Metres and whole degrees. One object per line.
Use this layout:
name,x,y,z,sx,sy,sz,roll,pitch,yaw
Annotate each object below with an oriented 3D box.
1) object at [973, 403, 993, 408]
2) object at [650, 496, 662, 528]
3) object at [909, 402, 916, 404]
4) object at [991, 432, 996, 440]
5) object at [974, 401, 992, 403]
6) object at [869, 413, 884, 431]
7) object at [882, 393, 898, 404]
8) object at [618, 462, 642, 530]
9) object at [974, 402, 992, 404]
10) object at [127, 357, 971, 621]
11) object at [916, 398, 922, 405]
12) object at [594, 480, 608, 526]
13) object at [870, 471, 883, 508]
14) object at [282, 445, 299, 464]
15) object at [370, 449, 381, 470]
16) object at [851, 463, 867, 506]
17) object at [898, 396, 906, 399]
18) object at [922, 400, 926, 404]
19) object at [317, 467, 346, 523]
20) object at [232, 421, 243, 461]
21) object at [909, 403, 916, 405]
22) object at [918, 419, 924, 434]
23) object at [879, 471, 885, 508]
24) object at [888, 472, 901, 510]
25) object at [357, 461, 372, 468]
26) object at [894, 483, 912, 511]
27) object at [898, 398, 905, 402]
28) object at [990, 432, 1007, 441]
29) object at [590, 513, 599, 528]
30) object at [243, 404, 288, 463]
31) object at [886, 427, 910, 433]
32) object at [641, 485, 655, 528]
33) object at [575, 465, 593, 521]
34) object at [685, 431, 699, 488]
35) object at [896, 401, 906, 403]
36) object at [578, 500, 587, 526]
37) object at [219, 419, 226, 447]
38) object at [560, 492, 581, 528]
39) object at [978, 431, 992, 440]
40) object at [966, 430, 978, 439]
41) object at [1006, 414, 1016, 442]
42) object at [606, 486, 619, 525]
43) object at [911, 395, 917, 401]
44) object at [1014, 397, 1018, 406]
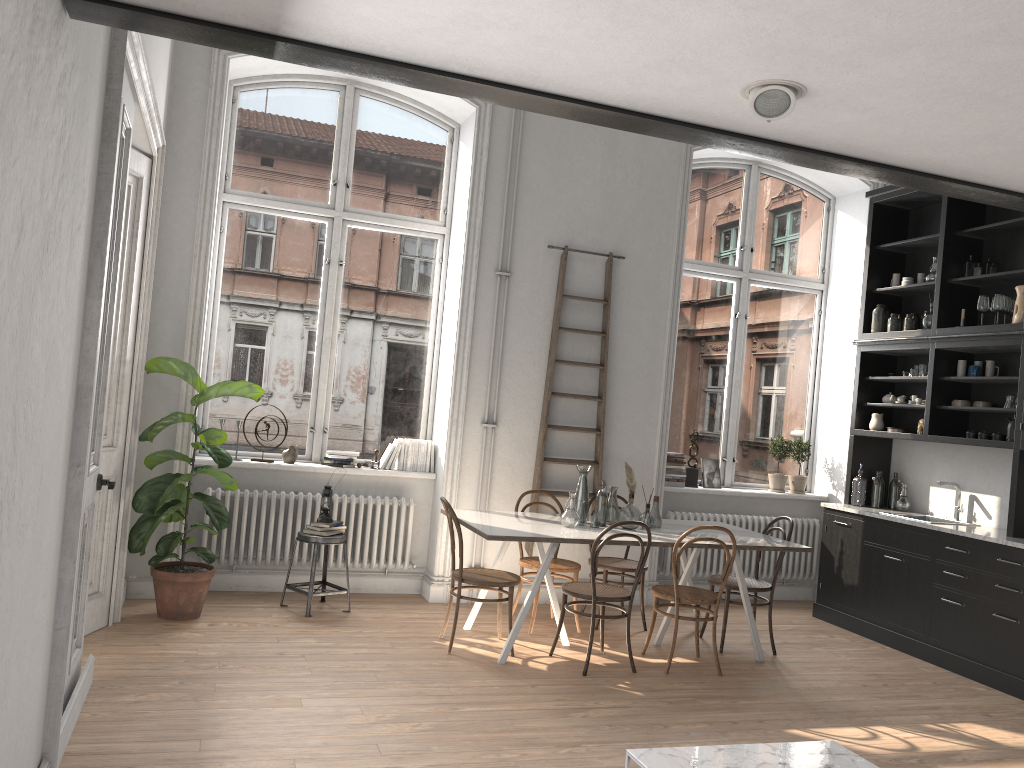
object,3.464,0.165,6.526,0.132,0.038,0.132,4,-1,29
object,0.985,0.874,6.091,0.101,0.211,0.101,5,-1,21
object,3.185,0.156,7.021,0.085,0.015,0.085,6,-2,-32
object,3.453,0.376,6.344,0.088,0.059,0.104,5,-1,10
object,3.465,0.149,6.527,0.112,0.036,0.112,5,-1,24
object,3.012,0.316,7.310,0.127,0.144,0.115,6,-1,-40
object,3.125,0.122,7.329,0.140,0.100,0.125,6,-1,-37
object,0.791,0.734,5.861,0.157,0.446,0.157,5,-1,-1
object,3.464,0.157,6.527,0.124,0.036,0.123,6,-1,-31
object,0.429,0.792,6.238,5.828,1.842,0.792,5,-1,-14
object,3.187,0.141,6.959,0.049,0.054,0.039,5,-1,7
object,0.594,0.790,5.889,0.086,0.301,0.086,6,-1,-33
object,2.998,0.867,7.293,0.086,0.301,0.086,6,-1,-33
object,-1.655,0.521,6.615,0.100,0.142,0.102,6,-1,-44
object,-1.039,0.575,6.786,0.088,0.153,0.048,4,-1,41
object,2.868,0.829,7.316,0.109,0.349,0.109,6,-1,-38
object,3.148,0.115,7.171,0.055,0.047,0.058,5,-1,-4
object,3.238,0.147,6.937,0.049,0.041,0.056,4,-2,44
object,-1.270,0.773,6.218,0.154,0.383,0.163,4,-1,45
object,-2.004,0.413,6.478,0.095,0.289,0.095,5,-1,4
object,3.185,0.163,7.021,0.085,0.015,0.085,6,-2,-32
object,3.159,0.328,6.819,0.069,0.123,0.173,5,-1,14
object,3.063,0.875,7.398,0.086,0.301,0.086,5,-1,-4
object,3.157,0.881,7.318,0.086,0.301,0.086,5,-1,27
object,-1.142,0.618,6.810,0.088,0.048,0.153,5,-1,21
object,3.175,0.919,7.191,0.132,0.219,0.120,5,-1,-18
object,3.146,0.135,7.171,0.058,0.033,0.055,6,-2,-44
object,3.388,0.366,6.170,0.104,0.059,0.088,5,-1,-10
object,0.541,0.886,5.771,0.058,0.094,0.058,5,-1,10
object,-1.825,0.363,6.559,0.347,0.425,0.087,5,-1,14
object,3.123,0.378,7.182,0.180,0.037,0.180,6,-2,-34
object,0.917,0.830,5.988,0.107,0.283,0.106,6,-1,-24
object,0.469,0.739,5.964,0.116,0.383,0.116,5,-1,-7
object,1.577,0.653,7.730,0.122,0.488,0.102,5,-1,6
object,3.146,0.149,7.172,0.085,0.017,0.085,6,-1,-23
object,0.456,0.849,5.842,0.083,0.158,0.083,6,-1,-23
object,-2.133,0.402,6.495,0.095,0.289,0.095,5,-1,13
object,0.379,0.807,5.681,0.132,0.219,0.132,6,-1,-29
object,3.337,0.364,6.258,0.088,0.059,0.104,6,-2,-40
object,3.308,0.363,6.367,0.088,0.059,0.104,6,-1,-30
object,3.457,0.304,6.057,0.124,0.192,0.129,5,-1,9
object,0.676,0.823,5.993,0.098,0.255,0.100,6,-1,-42
object,3.188,0.118,7.028,0.039,0.055,0.049,5,-1,2
object,3.571,0.139,6.264,0.058,0.094,0.058,6,-1,-42
